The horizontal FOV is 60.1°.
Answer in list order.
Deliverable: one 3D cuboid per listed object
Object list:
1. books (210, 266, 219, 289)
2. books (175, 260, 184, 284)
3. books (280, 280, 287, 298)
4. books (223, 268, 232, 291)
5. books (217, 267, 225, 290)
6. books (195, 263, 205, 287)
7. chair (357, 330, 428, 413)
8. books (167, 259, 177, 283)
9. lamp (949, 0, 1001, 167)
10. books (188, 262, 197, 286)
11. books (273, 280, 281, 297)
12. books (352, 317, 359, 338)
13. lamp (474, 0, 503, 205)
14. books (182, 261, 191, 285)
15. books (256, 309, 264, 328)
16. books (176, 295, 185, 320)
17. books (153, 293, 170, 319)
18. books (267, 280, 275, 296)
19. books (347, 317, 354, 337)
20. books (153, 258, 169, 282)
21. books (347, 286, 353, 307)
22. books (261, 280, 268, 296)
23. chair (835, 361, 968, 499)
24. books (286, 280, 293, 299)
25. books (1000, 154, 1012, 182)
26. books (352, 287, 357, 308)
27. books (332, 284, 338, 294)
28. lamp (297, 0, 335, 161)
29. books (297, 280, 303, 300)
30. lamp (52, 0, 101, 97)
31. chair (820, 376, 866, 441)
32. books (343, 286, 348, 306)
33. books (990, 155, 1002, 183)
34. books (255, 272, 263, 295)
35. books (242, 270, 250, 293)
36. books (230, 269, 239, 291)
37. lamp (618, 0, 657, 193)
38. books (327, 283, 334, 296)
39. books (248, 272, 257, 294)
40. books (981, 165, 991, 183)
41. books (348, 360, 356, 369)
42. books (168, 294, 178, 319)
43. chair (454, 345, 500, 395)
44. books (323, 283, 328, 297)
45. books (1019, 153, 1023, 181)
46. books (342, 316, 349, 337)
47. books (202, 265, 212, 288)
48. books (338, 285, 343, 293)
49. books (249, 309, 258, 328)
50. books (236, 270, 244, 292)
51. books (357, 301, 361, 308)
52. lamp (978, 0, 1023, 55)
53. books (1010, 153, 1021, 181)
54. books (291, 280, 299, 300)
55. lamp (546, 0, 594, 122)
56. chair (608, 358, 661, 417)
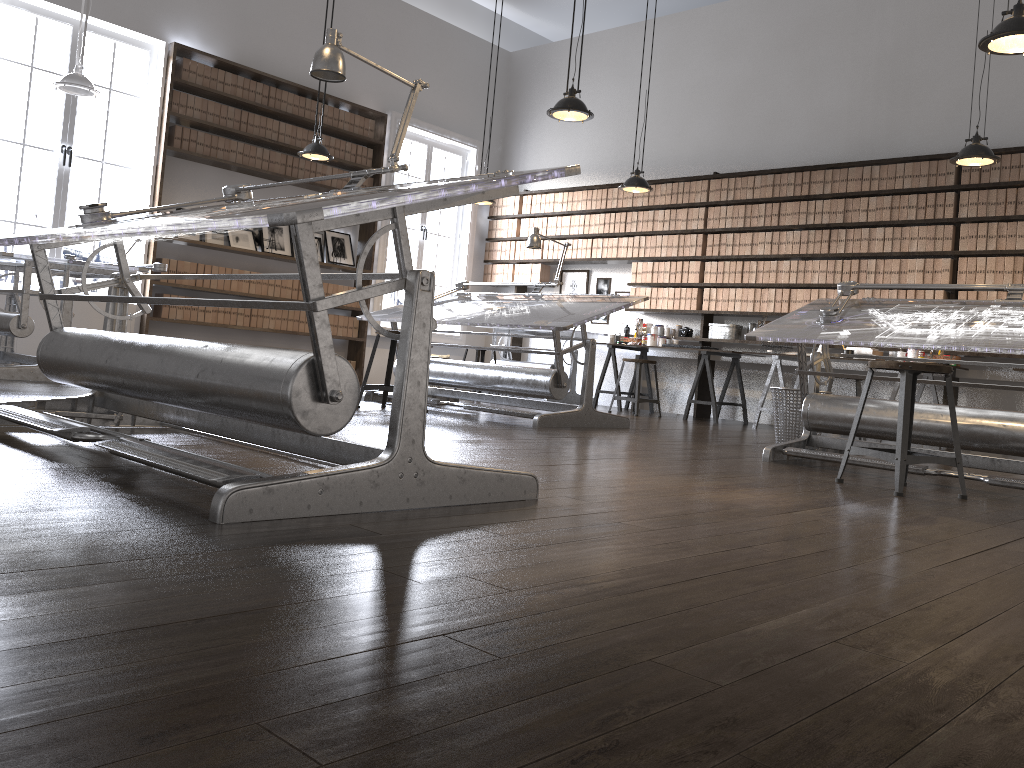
[{"bbox_3d":[-2.906,-1.023,8.524,0.175,0.226,0.066,5,-1,43],"label":"books"},{"bbox_3d":[-3.141,-1.038,8.267,0.175,0.226,0.066,5,-1,43],"label":"books"},{"bbox_3d":[-2.386,-0.990,9.083,0.175,0.226,0.066,5,-1,43],"label":"books"},{"bbox_3d":[-2.813,-1.017,8.631,0.175,0.226,0.066,5,-1,43],"label":"books"},{"bbox_3d":[-2.861,-1.021,8.579,0.175,0.226,0.066,5,-1,43],"label":"books"},{"bbox_3d":[-3.004,-1.030,8.417,0.175,0.226,0.066,5,-1,43],"label":"books"},{"bbox_3d":[-0.762,-0.081,5.816,0.359,0.529,0.371,5,-1,21],"label":"chair"},{"bbox_3d":[-3.190,-1.042,8.215,0.175,0.226,0.066,5,-1,43],"label":"books"},{"bbox_3d":[3.241,-2.629,6.042,0.312,2.256,0.311,6,-2,-22],"label":"lamp"},{"bbox_3d":[-3.058,-1.033,8.366,0.175,0.226,0.066,5,-1,43],"label":"books"},{"bbox_3d":[-2.435,-0.993,9.030,0.175,0.226,0.066,5,-1,43],"label":"books"},{"bbox_3d":[-1.773,-0.627,9.770,0.175,0.226,0.066,5,-1,43],"label":"books"},{"bbox_3d":[-0.221,-3.013,9.263,0.311,2.256,0.312,4,-2,22],"label":"lamp"},{"bbox_3d":[-3.101,-1.036,8.317,0.175,0.226,0.066,5,-1,43],"label":"books"},{"bbox_3d":[-2.576,-0.679,8.909,0.175,0.226,0.066,5,-1,43],"label":"books"},{"bbox_3d":[-3.143,-0.715,8.291,0.175,0.226,0.066,5,-1,43],"label":"books"},{"bbox_3d":[-3.239,-0.721,8.183,0.175,0.226,0.066,5,-1,43],"label":"books"},{"bbox_3d":[-2.486,-0.996,8.979,0.175,0.226,0.066,5,-1,43],"label":"books"},{"bbox_3d":[-1.824,-0.630,9.721,0.175,0.226,0.066,5,-1,43],"label":"books"},{"bbox_3d":[-3.241,-1.045,8.164,0.175,0.226,0.066,5,-1,43],"label":"books"},{"bbox_3d":[-1.825,-0.954,9.698,0.175,0.226,0.066,5,-1,43],"label":"books"},{"bbox_3d":[-2.537,-1.000,8.931,0.175,0.226,0.066,5,-1,43],"label":"books"},{"bbox_3d":[1.605,0.181,3.620,0.358,0.529,0.372,5,-1,-19],"label":"chair"},{"bbox_3d":[-2.346,-0.987,9.132,0.175,0.226,0.066,5,-1,43],"label":"books"},{"bbox_3d":[3.994,-1.716,7.126,0.067,0.226,0.174,4,-1,43],"label":"books"},{"bbox_3d":[-1.779,-0.951,9.750,0.175,0.226,0.066,5,-1,43],"label":"books"},{"bbox_3d":[-1.960,-0.962,9.551,0.175,0.226,0.066,5,-1,43],"label":"books"},{"bbox_3d":[-1.614,-3.103,7.763,0.311,2.256,0.312,4,-2,22],"label":"lamp"},{"bbox_3d":[-2.243,-0.981,9.240,0.175,0.226,0.066,5,-1,43],"label":"books"},{"bbox_3d":[-2.975,-3.191,6.285,0.311,2.256,0.312,4,-2,22],"label":"lamp"},{"bbox_3d":[2.565,0.192,6.876,0.372,0.529,0.357,5,-1,16],"label":"chair"},{"bbox_3d":[-1.870,-0.956,9.643,0.175,0.226,0.066,5,-1,43],"label":"books"},{"bbox_3d":[3.940,-1.722,7.171,0.067,0.226,0.174,4,-1,43],"label":"books"},{"bbox_3d":[-2.582,-1.003,8.879,0.175,0.226,0.066,5,-1,43],"label":"books"},{"bbox_3d":[-2.678,-1.009,8.773,0.175,0.226,0.066,5,-1,43],"label":"books"},{"bbox_3d":[-2.763,-1.014,8.676,0.175,0.226,0.066,5,-1,43],"label":"books"},{"bbox_3d":[1.205,-2.855,7.940,0.311,2.256,0.312,4,-2,22],"label":"lamp"},{"bbox_3d":[-2.001,-0.965,9.499,0.175,0.226,0.066,5,-1,43],"label":"books"},{"bbox_3d":[-2.627,-1.005,8.825,0.175,0.226,0.066,5,-1,43],"label":"books"},{"bbox_3d":[3.891,-1.727,7.223,0.067,0.226,0.174,4,-1,43],"label":"books"},{"bbox_3d":[-1.811,-0.146,9.766,0.175,0.226,0.066,5,-1,43],"label":"books"},{"bbox_3d":[-3.190,-0.718,8.236,0.175,0.226,0.066,5,-1,43],"label":"books"},{"bbox_3d":[-0.339,-0.117,9.008,0.357,0.529,0.372,6,-1,-39],"label":"chair"},{"bbox_3d":[-2.051,-0.968,9.454,0.175,0.226,0.066,5,-1,43],"label":"books"},{"bbox_3d":[4.092,-1.705,7.028,0.067,0.226,0.174,4,-1,43],"label":"books"},{"bbox_3d":[-1.872,-0.634,9.669,0.175,0.226,0.066,5,-1,43],"label":"books"},{"bbox_3d":[-2.957,-1.027,8.475,0.175,0.226,0.066,5,-1,43],"label":"books"},{"bbox_3d":[-1.916,-0.959,9.596,0.175,0.226,0.066,5,-1,43],"label":"books"},{"bbox_3d":[-2.623,-0.682,8.851,0.175,0.226,0.066,5,-1,43],"label":"books"},{"bbox_3d":[-2.721,-1.012,8.728,0.175,0.226,0.066,5,-1,43],"label":"books"},{"bbox_3d":[-1.730,-0.947,9.793,0.175,0.226,0.066,5,-1,43],"label":"books"},{"bbox_3d":[2.383,-2.660,4.038,0.312,2.256,0.311,6,-2,-22],"label":"lamp"},{"bbox_3d":[4.046,-1.710,7.078,0.067,0.226,0.174,4,-1,43],"label":"books"},{"bbox_3d":[-2.297,-0.984,9.189,0.175,0.226,0.066,5,-1,43],"label":"books"},{"bbox_3d":[0.480,-2.871,5.812,0.312,2.256,0.311,6,-2,-27],"label":"lamp"},{"bbox_3d":[1.169,0.035,8.271,0.357,0.529,0.372,6,-1,-39],"label":"chair"}]
